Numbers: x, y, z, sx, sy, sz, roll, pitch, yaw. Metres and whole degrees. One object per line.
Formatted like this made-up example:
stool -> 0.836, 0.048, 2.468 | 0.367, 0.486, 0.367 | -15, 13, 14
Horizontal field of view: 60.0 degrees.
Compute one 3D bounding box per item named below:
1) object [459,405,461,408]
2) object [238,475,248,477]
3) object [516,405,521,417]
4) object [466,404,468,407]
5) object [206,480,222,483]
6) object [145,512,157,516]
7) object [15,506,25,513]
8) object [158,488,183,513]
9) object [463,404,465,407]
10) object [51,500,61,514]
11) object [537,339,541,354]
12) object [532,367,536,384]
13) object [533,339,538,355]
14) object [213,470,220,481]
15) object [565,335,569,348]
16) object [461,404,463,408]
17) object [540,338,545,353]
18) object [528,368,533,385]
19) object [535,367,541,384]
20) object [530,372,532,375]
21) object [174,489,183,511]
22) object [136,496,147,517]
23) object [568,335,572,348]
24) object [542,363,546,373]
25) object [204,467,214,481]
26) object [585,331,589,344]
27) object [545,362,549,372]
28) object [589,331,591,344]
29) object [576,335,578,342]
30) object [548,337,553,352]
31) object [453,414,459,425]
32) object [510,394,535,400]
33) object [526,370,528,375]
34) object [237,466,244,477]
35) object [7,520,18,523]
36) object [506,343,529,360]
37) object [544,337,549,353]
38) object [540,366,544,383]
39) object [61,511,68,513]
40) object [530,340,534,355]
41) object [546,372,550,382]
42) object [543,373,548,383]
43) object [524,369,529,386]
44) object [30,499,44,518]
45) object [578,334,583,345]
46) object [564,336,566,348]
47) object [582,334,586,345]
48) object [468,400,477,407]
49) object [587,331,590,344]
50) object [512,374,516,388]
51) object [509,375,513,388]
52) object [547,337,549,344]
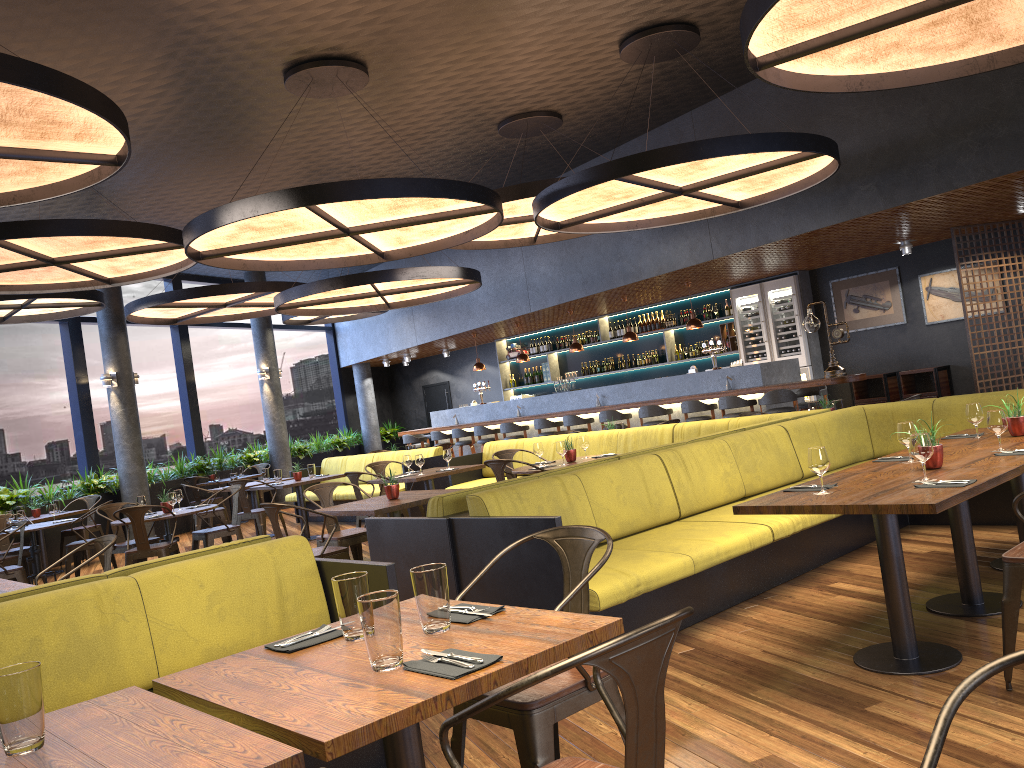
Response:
object -> -1.022, 0.439, 17.404 | 0.042, 0.059, 0.042 | -7, -2, -45
object -> -4.698, 1.596, 15.400 | 0.255, 0.019, 0.157 | -9, -1, 23
object -> 0.116, 0.459, 15.245 | 0.114, 0.203, 0.069 | -8, -1, 8
object -> -0.884, 0.421, 17.536 | 0.042, 0.059, 0.042 | -7, -2, -45
object -> -4.996, 1.627, 14.806 | 0.255, 0.019, 0.157 | -9, -1, 23
object -> -3.724, 1.325, 9.018 | 0.255, 0.019, 0.157 | -9, -1, 26
object -> -6.391, 1.681, 11.536 | 0.102, 0.178, 0.102 | -9, -1, 30
object -> -3.457, 1.152, 8.874 | 0.260, 0.271, 0.238 | -8, -1, -4
object -> -0.947, 0.429, 17.458 | 0.042, 0.059, 0.042 | -7, -2, -45
object -> -6.060, 1.639, 11.798 | 0.102, 0.178, 0.102 | -9, -2, 40
object -> 0.534, -0.751, 17.787 | 0.085, 0.310, 0.086 | -8, -1, -31
object -> 0.456, -0.167, 17.985 | 0.094, 0.340, 0.094 | -8, -1, -20
object -> 0.461, -0.742, 17.726 | 0.085, 0.310, 0.086 | -8, -1, -15
object -> -4.990, 1.549, 14.973 | 0.102, 0.178, 0.102 | -9, -1, 30
object -> 1.058, -0.813, 17.077 | 0.063, 0.254, 0.063 | -8, -1, -25
object -> -0.987, 0.434, 17.435 | 0.042, 0.059, 0.042 | -7, -2, -45
object -> 0.599, -0.765, 17.580 | 0.085, 0.310, 0.086 | -8, -1, -23
object -> 0.362, -0.154, 17.935 | 0.094, 0.340, 0.094 | -8, -1, -28
object -> 0.511, -0.179, 17.786 | 0.094, 0.340, 0.094 | -8, -1, -3
object -> 0.377, -0.154, 18.051 | 0.094, 0.340, 0.094 | -7, -1, -36
object -> -3.410, 1.185, 9.073 | 0.097, 0.206, 0.097 | -9, -1, 19
object -> -3.693, 1.222, 8.851 | 0.097, 0.206, 0.097 | -8, -1, -1
object -> 1.115, -0.819, 17.177 | 0.063, 0.254, 0.063 | -8, -1, -5
object -> 0.662, -0.323, 17.618 | 0.080, 0.192, 0.098 | -7, -2, -42
object -> -5.176, 1.535, 15.226 | 0.260, 0.271, 0.238 | -7, -2, -41
object -> 1.411, -0.871, 16.712 | 0.063, 0.254, 0.063 | -8, -1, 5
object -> 0.727, -0.334, 17.543 | 0.080, 0.192, 0.098 | -7, -2, -42
object -> 1.484, -0.881, 16.763 | 0.063, 0.254, 0.063 | -8, -1, -15
object -> 1.248, -0.824, 16.986 | 0.068, 0.217, 0.068 | -8, -1, -23
object -> 0.750, -0.772, 17.419 | 0.083, 0.301, 0.083 | -7, -1, -35
object -> -1.048, 0.655, 16.519 | 0.114, 0.203, 0.069 | -8, -1, 5
object -> 0.178, 0.493, 18.061 | 0.550, 0.569, 0.355 | -7, -2, -42
object -> 0.302, -0.141, 18.125 | 0.094, 0.340, 0.094 | -8, -1, -7
object -> -4.658, 1.507, 15.235 | 0.102, 0.178, 0.102 | -9, -2, 40
object -> -6.397, 1.759, 11.369 | 0.255, 0.019, 0.157 | -9, -1, 23
object -> 0.088, -0.680, 18.245 | 0.229, 0.319, 0.579 | -7, -2, -42
object -> 0.667, -0.777, 17.502 | 0.085, 0.310, 0.086 | -8, -1, -9
object -> 0.601, -0.191, 17.839 | 0.094, 0.340, 0.094 | -8, -1, -20
object -> -6.099, 1.728, 11.963 | 0.255, 0.019, 0.157 | -9, -1, 23
object -> 0.402, -0.732, 17.797 | 0.085, 0.310, 0.086 | -8, -1, -9
object -> 0.755, -0.144, 17.539 | 0.080, 0.192, 0.098 | -7, -2, -42
object -> 0.688, -0.132, 17.613 | 0.080, 0.192, 0.098 | -7, -2, -42
object -> 0.287, -0.142, 17.998 | 0.094, 0.340, 0.094 | -8, -1, -20
object -> -6.276, 1.621, 11.699 | 0.260, 0.271, 0.238 | -8, -1, -26
object -> 1.290, -0.836, 16.843 | 0.088, 0.224, 0.088 | -9, -2, 42
object -> 1.042, -0.807, 17.245 | 0.063, 0.254, 0.063 | -9, -1, 20
object -> 1.373, -0.847, 16.908 | 0.088, 0.224, 0.088 | -9, -2, 42
object -> -0.576, 0.360, 17.883 | 0.766, 0.106, 0.200 | -7, -2, -42
object -> 1.446, -0.874, 16.843 | 0.063, 0.254, 0.063 | -7, -1, -35
object -> 0.036, -0.065, 18.405 | 0.079, 0.281, 0.079 | -7, -2, -39
object -> -0.026, -0.054, 18.470 | 0.079, 0.281, 0.079 | -8, -1, -24
object -> 0.736, -0.785, 17.567 | 0.085, 0.310, 0.086 | -8, -1, -2
